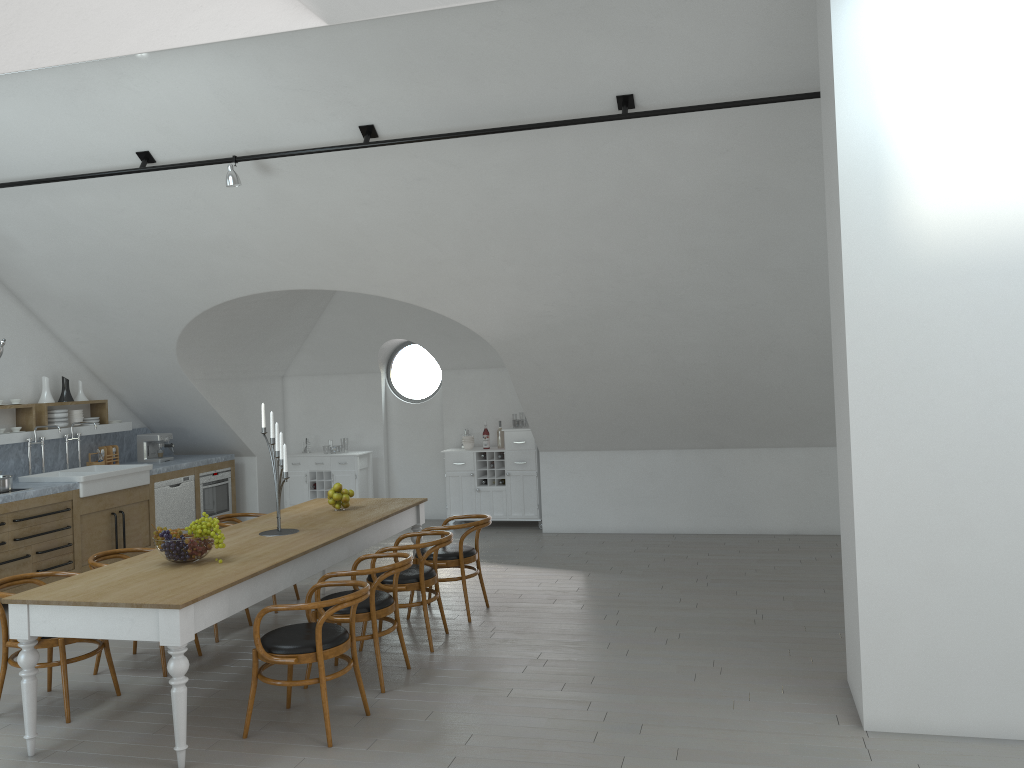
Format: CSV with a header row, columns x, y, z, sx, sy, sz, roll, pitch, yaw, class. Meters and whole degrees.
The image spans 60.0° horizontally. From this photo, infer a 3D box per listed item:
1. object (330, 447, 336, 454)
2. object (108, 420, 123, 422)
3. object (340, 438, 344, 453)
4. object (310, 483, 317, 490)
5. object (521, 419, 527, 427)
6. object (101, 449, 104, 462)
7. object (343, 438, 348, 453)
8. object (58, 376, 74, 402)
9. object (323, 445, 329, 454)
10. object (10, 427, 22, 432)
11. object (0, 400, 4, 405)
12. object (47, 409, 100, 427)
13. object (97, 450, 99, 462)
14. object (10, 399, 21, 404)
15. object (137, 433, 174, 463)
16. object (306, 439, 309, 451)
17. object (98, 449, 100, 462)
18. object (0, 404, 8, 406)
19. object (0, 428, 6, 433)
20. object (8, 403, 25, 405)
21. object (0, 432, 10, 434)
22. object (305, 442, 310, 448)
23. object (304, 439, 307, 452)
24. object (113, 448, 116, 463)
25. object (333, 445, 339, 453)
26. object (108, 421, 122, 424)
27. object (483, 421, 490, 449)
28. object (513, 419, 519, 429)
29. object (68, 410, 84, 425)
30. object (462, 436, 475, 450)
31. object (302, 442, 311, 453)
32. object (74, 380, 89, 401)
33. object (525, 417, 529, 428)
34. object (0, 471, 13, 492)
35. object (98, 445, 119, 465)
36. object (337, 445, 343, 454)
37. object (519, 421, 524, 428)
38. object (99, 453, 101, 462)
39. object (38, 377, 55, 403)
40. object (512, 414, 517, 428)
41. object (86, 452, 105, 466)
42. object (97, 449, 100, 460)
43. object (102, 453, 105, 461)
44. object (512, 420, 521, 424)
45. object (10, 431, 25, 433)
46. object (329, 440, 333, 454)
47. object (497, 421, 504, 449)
x,y,z,sx,sy,sz,roll,pitch,yaw,class
-2.184,0.813,10.831,0.077,0.085,0.077,-2,0,2,object
-4.436,0.421,9.839,0.213,0.025,0.213,-2,1,2,object
-2.082,0.761,10.912,0.054,0.179,0.054,-2,-1,-8,object
-2.379,1.247,10.837,0.082,0.085,0.317,-2,1,15,object
0.148,0.468,10.510,0.071,0.099,0.071,-2,0,23,object
-4.402,0.797,9.531,0.040,0.192,0.042,-2,-1,-39,object
-2.035,0.755,10.869,0.063,0.187,0.063,-2,-1,0,object
-4.626,0.052,9.190,0.156,0.268,0.156,-2,-1,19,object
-2.269,0.806,10.815,0.081,0.105,0.082,-2,0,28,object
-4.783,0.441,8.548,0.098,0.048,0.098,-2,0,12,object
-4.846,0.178,8.351,0.098,0.048,0.098,-2,0,12,object
-4.579,0.354,9.261,0.198,0.196,0.657,-2,1,14,object
-4.436,0.802,9.519,0.019,0.196,0.022,-2,-1,3,object
-4.792,0.173,8.559,0.098,0.048,0.098,-2,0,12,object
-3.998,0.724,10.079,0.386,0.320,0.324,-2,0,15,object
-2.567,0.768,11.125,0.039,0.164,0.024,-3,-1,27,object
-4.440,0.802,9.529,0.020,0.196,0.018,-3,-1,24,object
-4.845,0.201,8.351,0.163,0.012,0.164,-2,1,32,object
-4.831,0.445,8.362,0.098,0.048,0.098,-2,0,12,object
-4.791,0.196,8.558,0.163,0.012,0.164,-2,1,32,object
-4.831,0.469,8.361,0.163,0.012,0.164,-2,1,32,object
-2.582,0.782,11.147,0.097,0.137,0.029,-2,-1,18,object
-2.595,0.767,11.148,0.039,0.175,0.054,-3,-1,15,object
-4.371,0.793,9.737,0.040,0.192,0.042,-2,-1,-25,object
-2.157,0.806,10.919,0.094,0.093,0.093,-2,0,2,object
-4.436,0.430,9.839,0.213,0.025,0.213,-2,1,2,object
-0.309,0.610,10.574,0.081,0.330,0.081,-2,-1,10,object
0.051,0.471,10.371,0.082,0.105,0.081,-2,0,-37,object
-4.556,0.350,9.256,0.154,0.160,0.158,-2,0,43,object
-0.522,0.703,10.603,0.154,0.160,0.158,-2,0,43,object
-2.585,0.802,11.140,0.101,0.138,0.067,-2,-1,15,object
-4.578,0.072,9.409,0.156,0.218,0.156,-2,0,-4,object
0.177,0.444,10.417,0.046,0.143,0.046,-3,-1,26,object
-4.448,0.859,7.737,0.232,0.170,0.394,-2,1,-6,object
-4.417,0.788,9.714,0.104,0.223,0.200,-2,0,15,object
-2.102,0.803,10.846,0.071,0.099,0.071,-3,0,38,object
0.101,0.478,10.441,0.077,0.085,0.077,-2,0,22,object
-4.419,0.811,9.508,0.019,0.179,0.044,-2,-1,-20,object
-4.696,0.058,8.936,0.156,0.268,0.156,-2,-1,3,object
0.034,0.438,10.451,0.048,0.169,0.048,-2,-1,-43,object
-4.462,0.818,9.496,0.100,0.171,0.173,-2,0,16,object
-4.449,0.799,9.543,0.040,0.192,0.042,-2,-1,-38,object
-4.405,0.810,9.544,0.044,0.179,0.019,-2,-1,-1,object
0.057,0.474,10.523,0.094,0.093,0.093,-2,0,-43,object
-4.782,0.464,8.547,0.163,0.012,0.164,-2,1,32,object
-2.225,0.772,10.884,0.048,0.169,0.048,-2,-1,2,object
-0.136,0.603,10.523,0.085,0.331,0.085,-2,-1,-26,object
